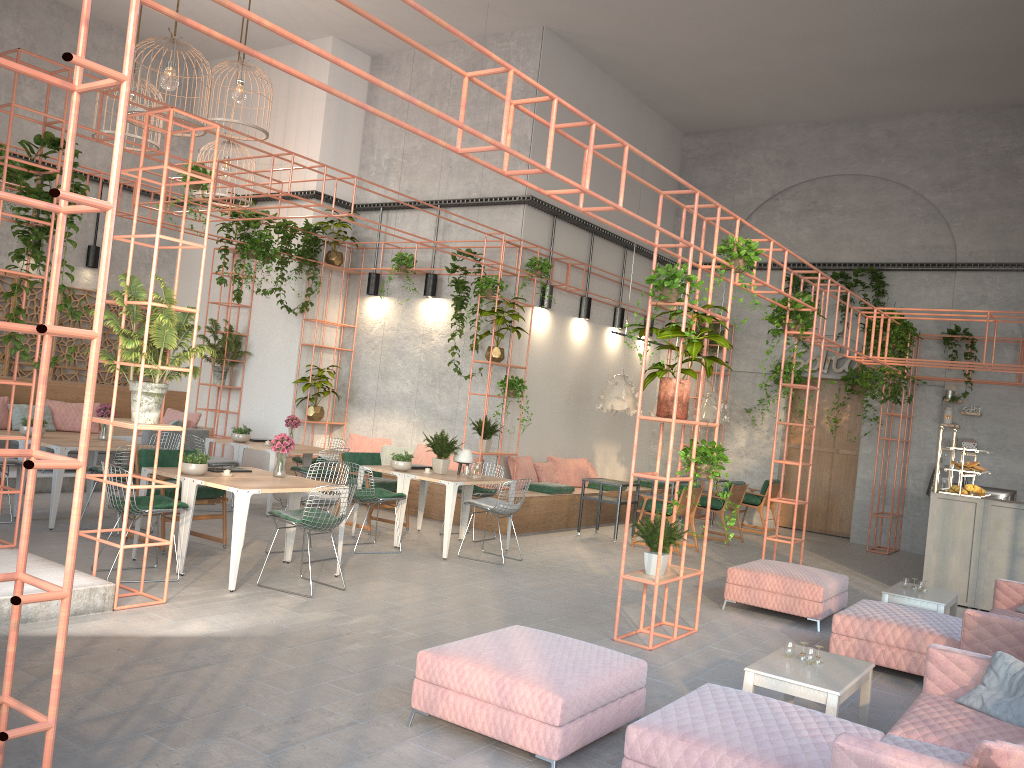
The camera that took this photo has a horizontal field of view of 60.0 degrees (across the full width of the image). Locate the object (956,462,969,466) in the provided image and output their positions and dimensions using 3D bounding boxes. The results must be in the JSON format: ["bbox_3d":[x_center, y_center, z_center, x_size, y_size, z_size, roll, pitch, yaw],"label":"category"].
[{"bbox_3d":[5.309,0.944,10.453,0.093,0.050,0.138,7,-1,-40],"label":"object"}]

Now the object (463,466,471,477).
[{"bbox_3d":[-0.524,1.009,10.262,0.095,0.119,0.095,7,-1,-31],"label":"object"}]

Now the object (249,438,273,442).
[{"bbox_3d":[-3.481,0.776,12.271,0.268,0.031,0.427,5,-1,34],"label":"object"}]

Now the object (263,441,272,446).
[{"bbox_3d":[-3.211,0.774,11.654,0.115,0.078,0.115,5,-1,40],"label":"object"}]

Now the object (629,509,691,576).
[{"bbox_3d":[1.149,1.260,7.085,0.438,0.527,0.368,5,-1,34],"label":"object"}]

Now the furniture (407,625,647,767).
[{"bbox_3d":[0.113,1.666,4.850,0.941,0.446,0.976,5,-1,34],"label":"furniture"}]

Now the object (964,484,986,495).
[{"bbox_3d":[5.442,1.236,10.416,0.240,0.104,0.073,6,-1,16],"label":"object"}]

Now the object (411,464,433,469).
[{"bbox_3d":[-1.161,0.996,10.678,0.268,0.031,0.427,5,-1,34],"label":"object"}]

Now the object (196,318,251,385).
[{"bbox_3d":[-4.838,-0.533,14.784,0.900,1.097,0.894,7,-1,-27],"label":"object"}]

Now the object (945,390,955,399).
[{"bbox_3d":[7.022,0.174,14.219,0.133,0.145,0.133,6,-1,-4],"label":"object"}]

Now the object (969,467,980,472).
[{"bbox_3d":[5.431,0.998,10.434,0.151,0.052,0.097,5,-1,37],"label":"object"}]

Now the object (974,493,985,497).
[{"bbox_3d":[5.482,1.265,10.493,0.090,0.110,0.232,7,-1,-36],"label":"object"}]

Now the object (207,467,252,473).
[{"bbox_3d":[-2.706,0.814,8.370,0.268,0.031,0.427,5,-1,34],"label":"object"}]

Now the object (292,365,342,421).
[{"bbox_3d":[-3.171,0.123,14.249,0.903,0.919,0.934,6,-1,6],"label":"object"}]

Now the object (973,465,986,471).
[{"bbox_3d":[5.461,0.980,10.368,0.152,0.058,0.095,6,-1,25],"label":"object"}]

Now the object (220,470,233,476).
[{"bbox_3d":[-2.566,0.799,7.980,0.115,0.073,0.115,6,-1,29],"label":"object"}]

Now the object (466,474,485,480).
[{"bbox_3d":[-0.416,1.056,10.047,0.218,0.041,0.218,5,-1,43],"label":"object"}]

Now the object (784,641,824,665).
[{"bbox_3d":[1.704,1.593,5.184,0.156,0.145,0.199,7,-1,-41],"label":"object"}]

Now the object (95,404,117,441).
[{"bbox_3d":[-4.570,0.425,9.961,0.213,0.414,0.225,6,-1,27],"label":"object"}]

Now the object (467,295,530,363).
[{"bbox_3d":[-0.192,-0.773,12.279,0.903,0.947,0.934,6,-1,-4],"label":"object"}]

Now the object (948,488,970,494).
[{"bbox_3d":[5.338,1.277,10.590,0.243,0.062,0.091,6,-1,28],"label":"object"}]

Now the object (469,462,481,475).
[{"bbox_3d":[-0.431,1.009,10.459,0.165,0.154,0.210,6,-1,24],"label":"object"}]

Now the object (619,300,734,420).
[{"bbox_3d":[1.314,-0.198,6.997,0.924,0.946,0.923,6,-1,0],"label":"object"}]

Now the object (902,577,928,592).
[{"bbox_3d":[3.681,1.858,8.102,0.156,0.145,0.199,7,-1,-41],"label":"object"}]

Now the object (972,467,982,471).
[{"bbox_3d":[5.462,0.992,10.400,0.132,0.051,0.099,5,-1,32],"label":"object"}]

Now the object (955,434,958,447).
[{"bbox_3d":[7.062,0.901,14.139,0.081,0.204,0.081,5,-1,35],"label":"object"}]

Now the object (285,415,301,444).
[{"bbox_3d":[-3.038,0.630,12.224,0.213,0.414,0.225,6,-1,27],"label":"object"}]

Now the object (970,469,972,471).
[{"bbox_3d":[5.409,0.998,10.566,0.148,0.053,0.104,5,-1,33],"label":"object"}]

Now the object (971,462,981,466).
[{"bbox_3d":[5.493,0.966,10.557,0.149,0.081,0.088,6,-1,19],"label":"object"}]

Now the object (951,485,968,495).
[{"bbox_3d":[5.307,1.254,10.517,0.089,0.095,0.237,7,-1,-21],"label":"object"}]

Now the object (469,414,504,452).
[{"bbox_3d":[-0.387,0.684,12.379,0.438,0.527,0.368,5,-1,34],"label":"object"}]

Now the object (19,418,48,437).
[{"bbox_3d":[-5.110,0.443,9.469,0.247,0.247,0.252,5,-1,34],"label":"object"}]

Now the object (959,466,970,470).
[{"bbox_3d":[5.341,0.982,10.486,0.146,0.064,0.101,6,-1,30],"label":"object"}]

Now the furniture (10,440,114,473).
[{"bbox_3d":[-6.121,0.924,12.062,0.941,0.446,0.975,5,-1,34],"label":"furniture"}]

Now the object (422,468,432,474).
[{"bbox_3d":[-0.963,0.988,10.112,0.115,0.078,0.115,5,-1,40],"label":"object"}]

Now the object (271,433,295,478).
[{"bbox_3d":[-2.162,0.666,8.308,0.213,0.414,0.225,6,-1,27],"label":"object"}]

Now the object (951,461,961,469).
[{"bbox_3d":[5.281,0.964,10.538,0.111,0.092,0.098,5,-1,34],"label":"object"}]

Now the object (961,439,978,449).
[{"bbox_3d":[7.235,0.950,14.018,0.219,0.149,0.129,5,-1,34],"label":"object"}]

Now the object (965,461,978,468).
[{"bbox_3d":[5.386,0.944,10.398,0.142,0.087,0.094,5,-1,42],"label":"object"}]

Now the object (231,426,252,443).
[{"bbox_3d":[-3.581,0.647,11.726,0.248,0.247,0.254,5,-1,34],"label":"object"}]

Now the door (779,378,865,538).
[{"bbox_3d":[5.690,1.297,16.014,1.360,2.729,0.551,5,-1,34],"label":"door"}]

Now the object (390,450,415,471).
[{"bbox_3d":[-1.260,0.868,10.134,0.248,0.247,0.254,5,-1,34],"label":"object"}]

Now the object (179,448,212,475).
[{"bbox_3d":[-2.805,0.686,7.826,0.247,0.247,0.252,5,-1,34],"label":"object"}]

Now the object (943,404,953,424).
[{"bbox_3d":[6.999,0.477,14.216,0.145,0.336,0.136,7,-1,-42],"label":"object"}]

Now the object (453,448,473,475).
[{"bbox_3d":[-0.578,0.922,10.469,0.241,0.313,0.241,6,-1,-11],"label":"object"}]

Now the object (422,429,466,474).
[{"bbox_3d":[-0.828,0.774,10.278,0.438,0.527,0.368,5,-1,34],"label":"object"}]

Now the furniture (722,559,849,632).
[{"bbox_3d":[2.685,2.011,8.647,0.941,0.446,0.976,5,-1,34],"label":"furniture"}]
